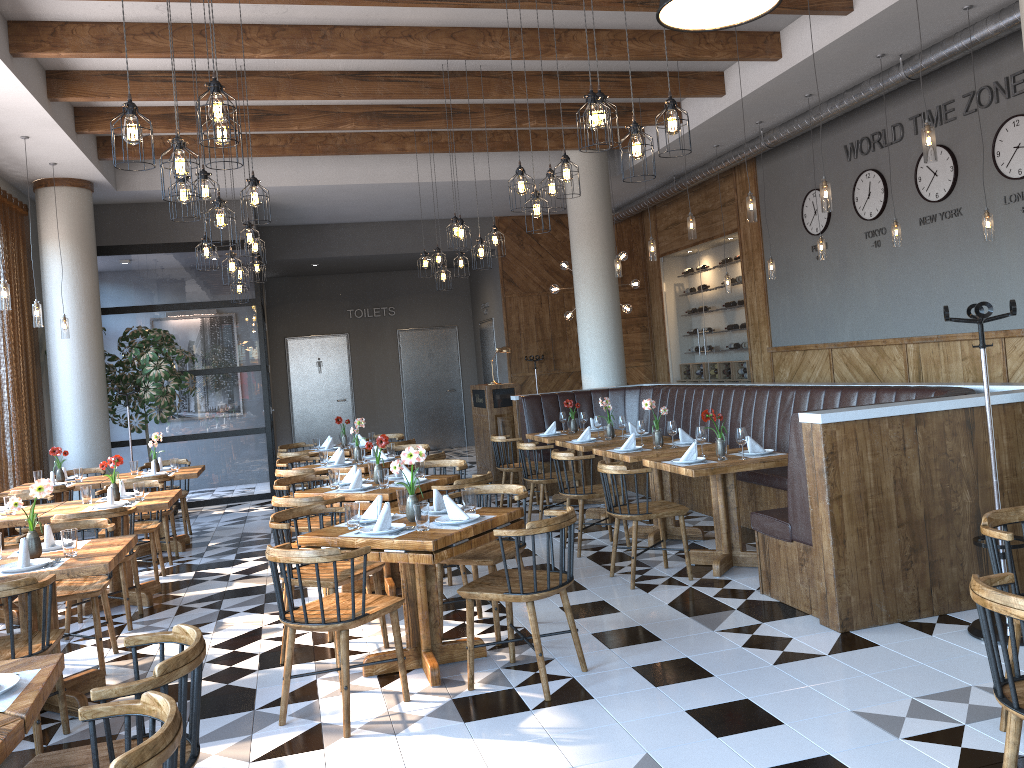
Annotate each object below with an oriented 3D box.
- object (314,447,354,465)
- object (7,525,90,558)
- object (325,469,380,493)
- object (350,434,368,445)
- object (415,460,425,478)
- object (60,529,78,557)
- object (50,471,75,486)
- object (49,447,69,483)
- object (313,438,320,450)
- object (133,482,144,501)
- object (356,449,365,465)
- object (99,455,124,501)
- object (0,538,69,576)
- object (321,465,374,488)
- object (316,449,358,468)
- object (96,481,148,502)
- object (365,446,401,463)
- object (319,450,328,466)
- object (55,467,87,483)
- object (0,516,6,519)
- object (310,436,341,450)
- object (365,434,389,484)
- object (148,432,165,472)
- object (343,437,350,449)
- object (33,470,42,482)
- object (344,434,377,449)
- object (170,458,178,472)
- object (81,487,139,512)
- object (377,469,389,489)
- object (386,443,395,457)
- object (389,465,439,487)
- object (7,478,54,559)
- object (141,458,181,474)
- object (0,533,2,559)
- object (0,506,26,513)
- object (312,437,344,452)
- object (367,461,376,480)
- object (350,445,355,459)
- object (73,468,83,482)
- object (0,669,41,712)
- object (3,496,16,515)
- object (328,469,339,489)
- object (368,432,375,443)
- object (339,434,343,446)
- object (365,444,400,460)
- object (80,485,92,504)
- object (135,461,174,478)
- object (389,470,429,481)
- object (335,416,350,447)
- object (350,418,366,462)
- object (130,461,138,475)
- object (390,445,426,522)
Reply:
[{"bbox_3d":[-1.658,0.666,8.349,0.272,0.137,0.352,-4,1,31],"label":"object"},{"bbox_3d":[-2.491,0.817,4.774,0.352,0.137,0.271,-5,1,-14],"label":"object"},{"bbox_3d":[-1.095,0.668,6.181,0.351,0.137,0.272,-4,1,31],"label":"object"},{"bbox_3d":[-1.762,0.630,10.269,0.351,0.137,0.272,-4,1,31],"label":"object"},{"bbox_3d":[-0.674,0.628,6.499,0.080,0.132,0.080,-5,0,-9],"label":"object"},{"bbox_3d":[-2.237,0.805,4.482,0.080,0.132,0.080,-5,-1,-29],"label":"object"},{"bbox_3d":[-4.289,0.888,8.258,0.352,0.137,0.271,-5,1,-14],"label":"object"},{"bbox_3d":[-4.368,0.778,8.554,0.156,0.355,0.170,-4,-1,-38],"label":"object"},{"bbox_3d":[-2.195,0.676,9.955,0.080,0.132,0.080,-4,-1,-39],"label":"object"},{"bbox_3d":[-2.780,0.802,6.606,0.080,0.132,0.080,-5,-1,-29],"label":"object"},{"bbox_3d":[-1.346,0.652,7.913,0.080,0.132,0.080,-5,0,1],"label":"object"},{"bbox_3d":[-2.968,0.706,6.594,0.156,0.355,0.170,-4,-1,-35],"label":"object"},{"bbox_3d":[-2.353,0.818,4.260,0.352,0.137,0.271,-5,1,-14],"label":"object"},{"bbox_3d":[-1.195,0.668,6.545,0.272,0.137,0.352,-4,1,31],"label":"object"},{"bbox_3d":[-1.559,0.666,7.985,0.351,0.137,0.272,-4,1,31],"label":"object"},{"bbox_3d":[-3.034,0.814,6.902,0.352,0.137,0.271,-5,1,-14],"label":"object"},{"bbox_3d":[-1.193,0.633,8.082,0.272,0.137,0.352,-4,1,31],"label":"object"},{"bbox_3d":[-1.729,0.679,8.131,0.080,0.132,0.080,-5,0,1],"label":"object"},{"bbox_3d":[-4.427,0.888,8.773,0.352,0.137,0.271,-5,1,-14],"label":"object"},{"bbox_3d":[-3.755,0.891,6.165,0.352,0.137,0.271,-5,1,-14],"label":"object"},{"bbox_3d":[-2.127,0.663,10.172,0.272,0.137,0.352,-4,1,31],"label":"object"},{"bbox_3d":[-0.950,0.542,6.383,0.170,0.355,0.156,-5,-1,41],"label":"object"},{"bbox_3d":[-3.504,0.679,8.751,0.146,0.400,0.206,-4,-1,-22],"label":"object"},{"bbox_3d":[-1.812,0.649,9.736,0.080,0.132,0.080,-5,0,1],"label":"object"},{"bbox_3d":[-4.582,0.908,8.565,0.080,0.132,0.080,-5,0,1],"label":"object"},{"bbox_3d":[-1.662,0.630,9.905,0.272,0.137,0.352,-4,1,31],"label":"object"},{"bbox_3d":[-3.317,0.799,8.707,0.080,0.132,0.080,-5,-1,-29],"label":"object"},{"bbox_3d":[-2.897,0.814,6.387,0.352,0.137,0.271,-5,1,-14],"label":"object"},{"bbox_3d":[-0.887,0.655,6.113,0.080,0.132,0.080,-5,0,1],"label":"object"},{"bbox_3d":[-1.134,0.625,8.299,0.080,0.132,0.080,-5,0,1],"label":"object"},{"bbox_3d":[-0.730,0.635,6.279,0.272,0.137,0.352,-4,1,31],"label":"object"},{"bbox_3d":[-2.428,0.687,4.492,0.146,0.400,0.207,-5,-1,40],"label":"object"},{"bbox_3d":[-3.569,0.811,8.995,0.352,0.137,0.271,-5,1,-14],"label":"object"},{"bbox_3d":[-2.664,0.839,4.557,0.080,0.132,0.080,-5,-1,-29],"label":"object"},{"bbox_3d":[-3.892,0.891,6.680,0.352,0.137,0.271,-5,1,-14],"label":"object"},{"bbox_3d":[-2.028,0.663,9.807,0.351,0.137,0.272,-4,1,31],"label":"object"},{"bbox_3d":[-1.050,0.655,6.707,0.080,0.132,0.080,-5,0,-9],"label":"object"},{"bbox_3d":[-1.510,0.652,8.507,0.080,0.132,0.080,-5,0,1],"label":"object"},{"bbox_3d":[-4.155,0.874,8.491,0.080,0.132,0.080,-5,0,1],"label":"object"},{"bbox_3d":[-1.488,0.787,2.424,0.272,0.137,0.351,-5,1,-14],"label":"object"},{"bbox_3d":[-3.618,0.877,6.390,0.080,0.132,0.080,-5,-1,21],"label":"object"},{"bbox_3d":[-1.269,0.682,6.332,0.080,0.132,0.080,-5,0,-9],"label":"object"},{"bbox_3d":[-1.599,0.623,10.122,0.080,0.132,0.080,-5,0,11],"label":"object"},{"bbox_3d":[-1.975,0.649,10.330,0.080,0.132,0.080,-5,0,11],"label":"object"},{"bbox_3d":[-1.293,0.633,8.447,0.351,0.137,0.272,-4,1,31],"label":"object"},{"bbox_3d":[-3.207,0.836,6.681,0.080,0.132,0.080,-5,-1,-29],"label":"object"},{"bbox_3d":[-3.431,0.811,8.480,0.352,0.137,0.271,-5,1,-14],"label":"object"},{"bbox_3d":[-0.829,0.635,6.643,0.351,0.137,0.272,-4,1,31],"label":"object"},{"bbox_3d":[-1.929,0.540,10.064,0.171,0.355,0.156,-5,-1,33],"label":"object"},{"bbox_3d":[-1.415,0.516,8.213,0.146,0.400,0.206,-5,-1,-3],"label":"object"},{"bbox_3d":[-3.744,0.833,8.782,0.080,0.132,0.080,-5,-1,-29],"label":"object"},{"bbox_3d":[-0.535,0.525,4.647,0.206,0.400,0.146,-5,-1,5],"label":"object"}]
